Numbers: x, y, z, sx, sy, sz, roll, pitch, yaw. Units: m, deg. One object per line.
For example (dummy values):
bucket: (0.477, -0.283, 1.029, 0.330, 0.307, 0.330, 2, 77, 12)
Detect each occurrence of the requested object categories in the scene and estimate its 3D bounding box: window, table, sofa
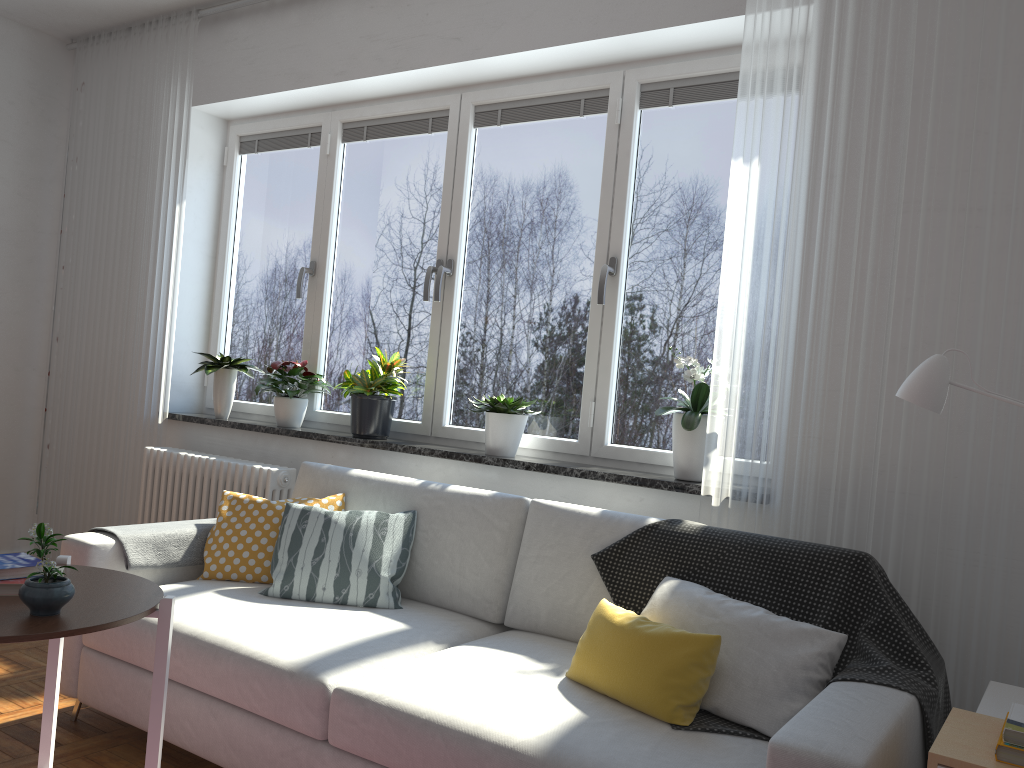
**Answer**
window: (-0.282, -0.502, 3.724, 3.018, 1.510, 0.151, 5, 0, 33)
table: (-1.061, 0.751, 1.787, 0.617, 0.687, 0.618, 5, 0, 32)
sofa: (-0.177, 0.764, 2.560, 2.460, 0.843, 1.004, 5, -1, 33)

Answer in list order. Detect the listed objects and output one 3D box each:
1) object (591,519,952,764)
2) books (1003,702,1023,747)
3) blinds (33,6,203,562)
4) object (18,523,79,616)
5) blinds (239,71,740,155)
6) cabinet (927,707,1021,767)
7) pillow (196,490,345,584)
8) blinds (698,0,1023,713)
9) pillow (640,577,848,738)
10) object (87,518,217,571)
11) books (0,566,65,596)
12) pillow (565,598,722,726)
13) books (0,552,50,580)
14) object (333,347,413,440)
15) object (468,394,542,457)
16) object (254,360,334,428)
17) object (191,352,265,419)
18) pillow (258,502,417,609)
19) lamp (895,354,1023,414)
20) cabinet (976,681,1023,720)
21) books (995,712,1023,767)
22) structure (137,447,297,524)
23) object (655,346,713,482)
object: (0.683, 0.734, 2.272, 0.978, 0.648, 0.677, 5, 0, 3)
books: (0.907, 0.583, 1.486, 0.136, 0.024, 0.175, 5, -1, 33)
blinds: (-2.048, -0.407, 4.545, 1.037, 2.887, 0.055, 5, 0, 33)
object: (-0.884, 0.347, 1.684, 0.108, 0.174, 0.096, 5, 0, 12)
blinds: (-0.207, -1.119, 3.751, 2.843, 0.098, 0.015, 5, 0, 33)
cabinet: (0.882, 0.944, 1.486, 0.349, 0.643, 0.301, 5, 0, 33)
pillow: (-0.826, 0.530, 3.100, 0.464, 0.318, 0.313, 5, 0, 1)
blinds: (1.170, -0.149, 2.418, 1.291, 2.887, 0.055, 5, 0, 33)
pillow: (0.521, 0.665, 2.201, 0.301, 0.259, 0.531, 6, -1, -43)
object: (-1.185, 0.748, 3.111, 0.288, 0.533, 0.608, 5, 0, 33)
books: (-1.057, 0.408, 1.847, 0.209, 0.026, 0.162, 5, -1, -22)
pillow: (0.314, 0.662, 2.156, 0.211, 0.194, 0.401, 5, -1, -39)
books: (-1.078, 0.381, 1.843, 0.136, 0.024, 0.175, 5, -1, 38)
object: (-0.603, 0.034, 3.737, 0.300, 0.384, 0.333, 5, 0, -41)
object: (-0.038, 0.154, 3.383, 0.267, 0.237, 0.284, 5, 0, 15)
object: (-0.993, 0.042, 4.026, 0.380, 0.308, 0.371, 5, 0, 8)
object: (-1.353, 0.008, 4.200, 0.292, 0.316, 0.354, 5, 0, 25)
pillow: (-0.556, 0.550, 2.903, 0.469, 0.288, 0.309, 5, 0, 4)
lamp: (-0.999, 0.431, 2.086, 4.591, 1.346, 0.332, 5, 0, 3)
cabinet: (1.151, 0.994, 1.804, 0.400, 0.600, 0.400, 5, 0, 33)
books: (0.911, 0.610, 1.484, 0.163, 0.028, 0.211, 5, -1, 33)
structure: (-1.313, 0.635, 3.953, 0.971, 0.624, 0.224, 5, 0, 33)
object: (0.626, 0.104, 3.014, 0.286, 0.444, 0.340, 5, 0, 22)
